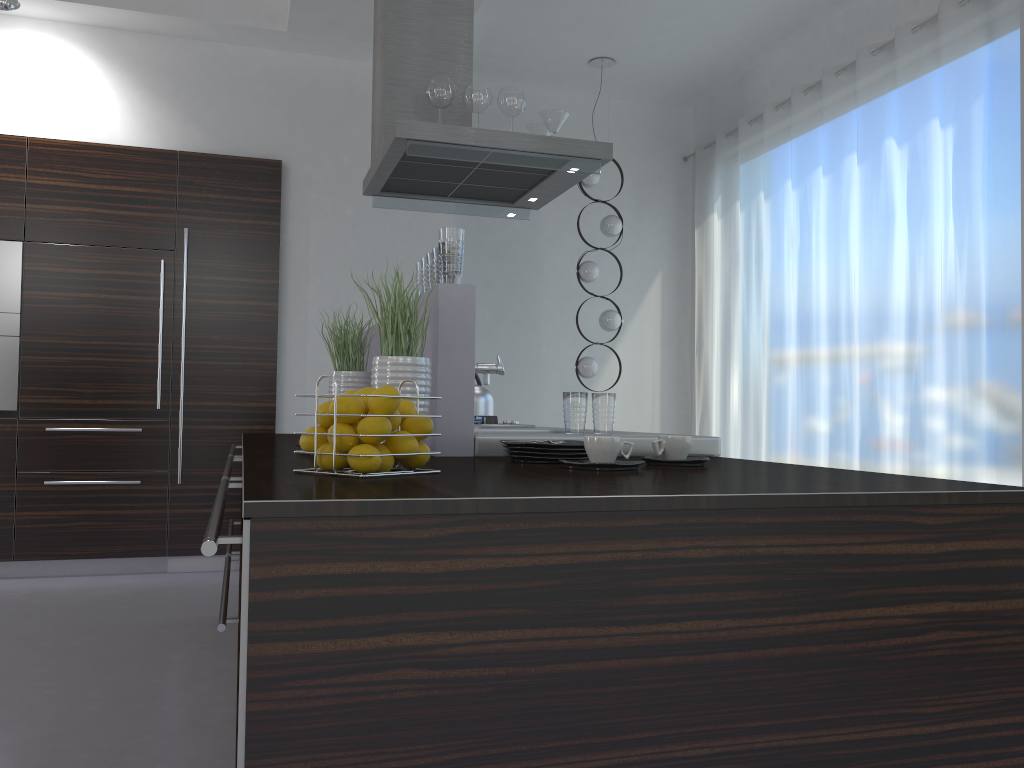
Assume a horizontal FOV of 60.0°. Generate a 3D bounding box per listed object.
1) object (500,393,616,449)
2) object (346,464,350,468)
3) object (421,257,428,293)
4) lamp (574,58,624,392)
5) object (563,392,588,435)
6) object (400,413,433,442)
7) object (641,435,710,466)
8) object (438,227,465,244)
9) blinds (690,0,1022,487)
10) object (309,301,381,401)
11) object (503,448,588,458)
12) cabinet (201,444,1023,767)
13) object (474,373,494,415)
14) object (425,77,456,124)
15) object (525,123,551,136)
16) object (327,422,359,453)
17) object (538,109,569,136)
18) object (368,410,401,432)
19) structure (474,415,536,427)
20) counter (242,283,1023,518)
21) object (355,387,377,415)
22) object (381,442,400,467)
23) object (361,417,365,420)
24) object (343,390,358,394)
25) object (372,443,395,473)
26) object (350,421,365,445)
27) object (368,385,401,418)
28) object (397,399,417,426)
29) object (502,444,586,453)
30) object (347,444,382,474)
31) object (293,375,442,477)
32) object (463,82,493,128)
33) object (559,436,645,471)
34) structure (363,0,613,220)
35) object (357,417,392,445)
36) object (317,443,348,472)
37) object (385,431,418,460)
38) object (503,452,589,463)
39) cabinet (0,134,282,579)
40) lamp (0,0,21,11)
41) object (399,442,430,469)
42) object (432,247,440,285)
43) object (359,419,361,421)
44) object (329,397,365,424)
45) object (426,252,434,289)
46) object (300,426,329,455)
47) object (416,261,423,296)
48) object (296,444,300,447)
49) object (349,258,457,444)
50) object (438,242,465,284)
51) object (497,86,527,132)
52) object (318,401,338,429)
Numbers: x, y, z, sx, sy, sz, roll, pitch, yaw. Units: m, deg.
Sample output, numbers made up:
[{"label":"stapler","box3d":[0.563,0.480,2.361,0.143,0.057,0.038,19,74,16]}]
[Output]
[{"label":"object","box3d":[0.127,0.089,2.291,0.269,0.147,0.646,1,-2,8]},{"label":"object","box3d":[-0.316,0.131,1.649,0.074,0.063,0.064,1,-2,4]},{"label":"object","box3d":[-0.234,-0.310,2.614,0.071,0.119,0.072,0,-2,23]},{"label":"lamp","box3d":[0.630,-1.128,6.331,0.367,2.370,0.180,2,-2,-23]},{"label":"object","box3d":[0.178,0.083,2.499,0.071,0.119,0.072,1,-2,-17]},{"label":"object","box3d":[-0.176,0.082,1.647,0.060,0.055,0.053,0,-2,26]},{"label":"object","box3d":[0.377,0.154,2.048,0.153,0.069,0.153,0,-2,17]},{"label":"object","box3d":[-0.163,-0.355,2.383,0.071,0.119,0.072,0,-2,23]},{"label":"blinds","box3d":[1.887,-0.382,5.612,0.120,3.112,3.245,1,-2,-17]},{"label":"object","box3d":[-0.573,-0.046,3.021,0.247,0.502,0.269,1,-2,-17]},{"label":"object","box3d":[0.100,0.166,2.102,0.232,0.020,0.232,1,-2,-8]},{"label":"cabinet","box3d":[-0.203,0.632,2.835,1.377,0.852,3.285,1,-2,-17]},{"label":"object","box3d":[-0.187,0.033,3.791,0.220,0.196,0.229,2,-2,-25]},{"label":"object","box3d":[-0.293,-1.128,3.622,0.125,0.221,0.125,1,-2,8]},{"label":"object","box3d":[0.126,-1.084,4.052,0.137,0.174,0.137,-1,-2,38]},{"label":"object","box3d":[-0.300,0.095,1.572,0.051,0.055,0.061,2,-2,-38]},{"label":"object","box3d":[0.181,-1.089,3.870,0.137,0.174,0.137,-1,-2,38]},{"label":"object","box3d":[-0.232,0.063,1.612,0.061,0.051,0.055,2,-2,-22]},{"label":"structure","box3d":[-0.246,0.158,3.972,0.519,0.055,0.709,1,-2,-17]},{"label":"counter","box3d":[-0.189,0.409,2.844,1.302,1.300,3.291,1,-2,-17]},{"label":"object","box3d":[-0.266,0.032,1.641,0.063,0.053,0.051,1,-2,-15]},{"label":"object","box3d":[-0.233,0.134,1.685,0.053,0.053,0.061,0,-2,26]},{"label":"object","box3d":[-0.275,0.081,1.721,0.053,0.051,0.063,-1,-3,42]},{"label":"object","box3d":[-0.300,0.037,1.689,0.053,0.051,0.063,0,-2,31]},{"label":"object","box3d":[-0.241,0.134,1.593,0.061,0.055,0.050,0,-2,29]},{"label":"object","box3d":[-0.288,0.092,1.601,0.062,0.053,0.051,1,-2,-9]},{"label":"object","box3d":[-0.226,0.032,1.575,0.059,0.060,0.050,1,-2,-17]},{"label":"object","box3d":[-0.208,0.054,1.674,0.063,0.051,0.053,0,-2,29]},{"label":"object","box3d":[0.100,0.156,2.102,0.232,0.020,0.232,1,-2,-13]},{"label":"object","box3d":[-0.255,0.130,1.535,0.062,0.052,0.053,0,-2,22]},{"label":"object","box3d":[-0.263,0.075,1.629,0.189,0.174,0.207,-1,-2,38]},{"label":"object","box3d":[-0.143,-1.124,3.669,0.125,0.221,0.125,1,-2,8]},{"label":"object","box3d":[0.187,0.145,1.852,0.153,0.069,0.153,3,-3,-43]},{"label":"structure","box3d":[-0.148,-1.487,4.050,0.915,1.231,0.981,1,-2,-17]},{"label":"object","box3d":[-0.242,0.080,1.560,0.061,0.054,0.053,0,-2,29]},{"label":"object","box3d":[-0.321,0.131,1.591,0.063,0.053,0.051,1,-2,-9]},{"label":"object","box3d":[-0.200,0.111,1.607,0.062,0.053,0.052,0,-2,20]},{"label":"object","box3d":[0.100,0.176,2.101,0.232,0.020,0.232,1,-2,-8]},{"label":"cabinet","box3d":[-3.231,-0.159,5.145,3.600,2.500,0.669,1,-2,-17]},{"label":"lamp","box3d":[-2.672,-2.173,4.357,0.171,0.511,0.605,0,-2,15]},{"label":"object","box3d":[-0.182,0.133,1.654,0.061,0.053,0.053,0,-2,28]},{"label":"object","box3d":[-0.187,-0.314,2.459,0.071,0.119,0.072,0,-2,23]},{"label":"object","box3d":[-0.307,0.081,1.668,0.062,0.053,0.052,-1,-3,45]},{"label":"object","box3d":[-0.293,0.045,1.576,0.063,0.053,0.051,1,-2,-4]},{"label":"object","box3d":[-0.211,-0.312,2.536,0.071,0.119,0.072,0,-2,23]},{"label":"object","box3d":[-0.357,0.103,1.612,0.052,0.054,0.061,2,-3,-40]},{"label":"object","box3d":[-0.258,-0.307,2.691,0.072,0.119,0.071,0,-2,33]},{"label":"object","box3d":[-0.491,0.179,2.514,0.232,0.020,0.232,1,-2,-8]},{"label":"object","box3d":[-0.290,-0.071,2.177,0.269,0.502,0.247,0,-2,26]},{"label":"object","box3d":[-0.164,-0.316,2.382,0.071,0.119,0.072,0,-2,23]},{"label":"object","box3d":[-0.002,-1.121,3.712,0.125,0.221,0.125,1,-2,8]},{"label":"object","box3d":[-0.331,0.057,1.620,0.053,0.052,0.061,1,-2,-4]}]
